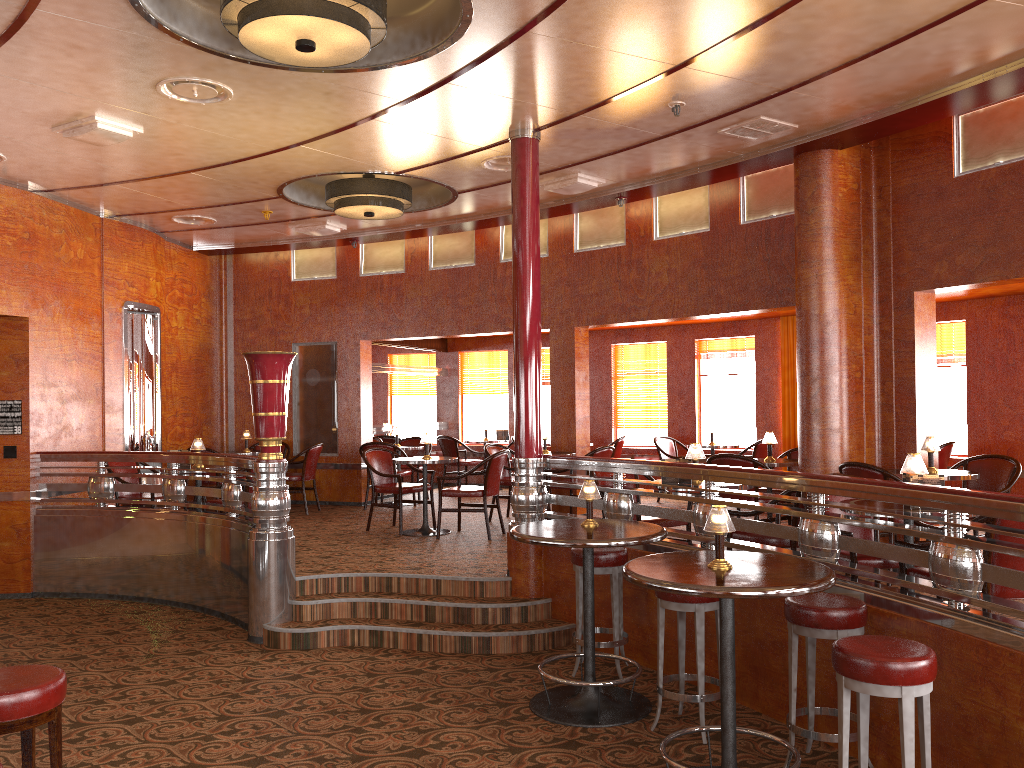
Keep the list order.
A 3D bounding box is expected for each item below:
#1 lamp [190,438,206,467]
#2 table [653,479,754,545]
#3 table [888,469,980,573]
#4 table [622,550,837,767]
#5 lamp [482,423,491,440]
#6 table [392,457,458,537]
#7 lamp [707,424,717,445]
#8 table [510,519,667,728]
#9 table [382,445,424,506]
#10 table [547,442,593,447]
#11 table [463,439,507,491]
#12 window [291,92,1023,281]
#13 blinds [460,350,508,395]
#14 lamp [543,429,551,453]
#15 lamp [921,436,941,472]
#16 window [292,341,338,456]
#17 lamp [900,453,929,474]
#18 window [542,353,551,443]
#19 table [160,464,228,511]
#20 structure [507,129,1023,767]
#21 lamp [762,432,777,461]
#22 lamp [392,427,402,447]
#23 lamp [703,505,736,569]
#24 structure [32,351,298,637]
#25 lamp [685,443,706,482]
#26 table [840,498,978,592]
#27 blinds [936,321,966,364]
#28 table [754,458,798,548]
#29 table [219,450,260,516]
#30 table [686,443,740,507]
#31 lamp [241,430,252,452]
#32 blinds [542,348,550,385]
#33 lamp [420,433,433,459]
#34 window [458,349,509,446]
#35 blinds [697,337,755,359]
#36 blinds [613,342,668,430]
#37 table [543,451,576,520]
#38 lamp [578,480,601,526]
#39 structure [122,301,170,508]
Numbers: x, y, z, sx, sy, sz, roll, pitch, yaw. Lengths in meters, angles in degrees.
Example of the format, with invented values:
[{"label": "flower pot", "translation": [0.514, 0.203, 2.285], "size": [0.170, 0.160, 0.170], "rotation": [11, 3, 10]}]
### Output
[{"label": "lamp", "translation": [-2.787, 0.607, 7.872], "size": [0.130, 0.250, 0.130], "rotation": [-1, -1, 23]}, {"label": "table", "translation": [1.246, 0.993, 5.754], "size": [0.639, 0.720, 0.640], "rotation": [0, -1, -35]}, {"label": "table", "translation": [2.954, 0.983, 6.277], "size": [0.640, 0.720, 0.640], "rotation": [-1, -1, 14]}, {"label": "table", "translation": [0.886, 1.230, 3.636], "size": [0.849, 0.960, 0.850], "rotation": [-1, -1, -4]}, {"label": "lamp", "translation": [-0.373, 0.688, 12.827], "size": [0.130, 0.250, 0.130], "rotation": [-1, -1, -12]}, {"label": "table", "translation": [-0.843, 1.084, 8.612], "size": [0.640, 0.720, 0.640], "rotation": [-1, -1, 23]}, {"label": "lamp", "translation": [2.408, 0.604, 10.671], "size": [0.130, 0.250, 0.130], "rotation": [-1, -1, -15]}, {"label": "table", "translation": [0.418, 1.262, 4.810], "size": [0.849, 0.960, 0.850], "rotation": [0, -1, -26]}, {"label": "table", "translation": [-1.423, 1.148, 11.148], "size": [0.640, 0.720, 0.640], "rotation": [-1, -1, 23]}, {"label": "table", "translation": [0.745, 1.130, 11.566], "size": [0.640, 0.720, 0.640], "rotation": [-1, -1, 5]}, {"label": "table", "translation": [-0.388, 1.174, 12.844], "size": [0.639, 0.720, 0.640], "rotation": [0, -1, -26]}, {"label": "window", "translation": [1.612, -1.696, 7.326], "size": [1.956, 0.480, 11.950], "rotation": [0, -2, -38]}, {"label": "blinds", "translation": [-0.415, -0.167, 13.364], "size": [0.803, 0.661, 0.050], "rotation": [-1, -1, 25]}, {"label": "lamp", "translation": [0.346, 0.599, 9.298], "size": [0.130, 0.250, 0.130], "rotation": [0, -1, -40]}, {"label": "lamp", "translation": [2.972, 0.498, 6.292], "size": [0.130, 0.250, 0.130], "rotation": [-1, -1, 41]}, {"label": "window", "translation": [-2.434, 0.194, 11.324], "size": [0.806, 1.440, 0.257], "rotation": [-1, -1, 19]}, {"label": "lamp", "translation": [1.991, 0.468, 4.387], "size": [0.130, 0.250, 0.130], "rotation": [-1, -1, 5]}, {"label": "window", "translation": [0.727, 0.186, 12.825], "size": [0.820, 1.420, 0.040], "rotation": [-1, -1, 30]}, {"label": "table", "translation": [-2.777, 1.092, 7.868], "size": [0.640, 0.720, 0.640], "rotation": [-1, -1, 23]}, {"label": "structure", "translation": [1.188, -0.072, 4.736], "size": [0.549, 3.605, 4.354], "rotation": [0, -1, -32]}, {"label": "lamp", "translation": [2.240, 0.539, 7.704], "size": [0.130, 0.250, 0.130], "rotation": [-1, -1, 41]}, {"label": "lamp", "translation": [-1.450, 0.664, 11.165], "size": [0.130, 0.250, 0.130], "rotation": [-1, -1, 41]}, {"label": "lamp", "translation": [0.852, 0.625, 3.638], "size": [0.130, 0.250, 0.130], "rotation": [-1, -1, 14]}, {"label": "structure", "translation": [-2.800, 0.825, 7.187], "size": [3.169, 2.024, 0.624], "rotation": [-1, -1, 34]}, {"label": "lamp", "translation": [1.192, 0.509, 5.753], "size": [0.130, 0.250, 0.130], "rotation": [-1, -1, 41]}, {"label": "table", "translation": [1.960, 0.953, 4.374], "size": [0.640, 0.720, 0.640], "rotation": [-1, -1, 37]}, {"label": "blinds", "translation": [4.475, -0.426, 9.530], "size": [0.057, 0.439, 0.803], "rotation": [0, -1, -38]}, {"label": "table", "translation": [2.239, 1.024, 7.703], "size": [0.640, 0.720, 0.640], "rotation": [-1, -1, 5]}, {"label": "table", "translation": [-3.135, 1.153, 10.396], "size": [0.640, 0.720, 0.640], "rotation": [-1, -1, 23]}, {"label": "table", "translation": [2.419, 1.089, 10.668], "size": [0.640, 0.720, 0.640], "rotation": [-1, -1, 12]}, {"label": "lamp", "translation": [-3.116, 0.668, 10.409], "size": [0.130, 0.250, 0.130], "rotation": [-1, -1, 41]}, {"label": "blinds", "translation": [0.699, -0.255, 12.790], "size": [0.803, 0.539, 0.057], "rotation": [-1, -1, 30]}, {"label": "lamp", "translation": [-0.827, 0.598, 8.604], "size": [0.130, 0.250, 0.130], "rotation": [-1, -1, 41]}, {"label": "window", "translation": [-0.398, 0.213, 13.387], "size": [0.838, 1.436, 0.151], "rotation": [-1, -1, 25]}, {"label": "blinds", "translation": [2.739, -0.455, 11.339], "size": [0.803, 0.258, 0.057], "rotation": [-2, -1, 41]}, {"label": "blinds", "translation": [1.758, 0.033, 12.109], "size": [0.803, 1.173, 0.050], "rotation": [-1, -1, 35]}, {"label": "table", "translation": [0.351, 1.084, 9.284], "size": [0.640, 0.720, 0.640], "rotation": [-1, -1, 23]}, {"label": "lamp", "translation": [0.431, 0.660, 4.928], "size": [0.130, 0.250, 0.130], "rotation": [-1, -1, 5]}, {"label": "structure", "translation": [-3.880, 0.324, 9.418], "size": [0.557, 2.354, 0.812], "rotation": [-1, -1, 15]}]
